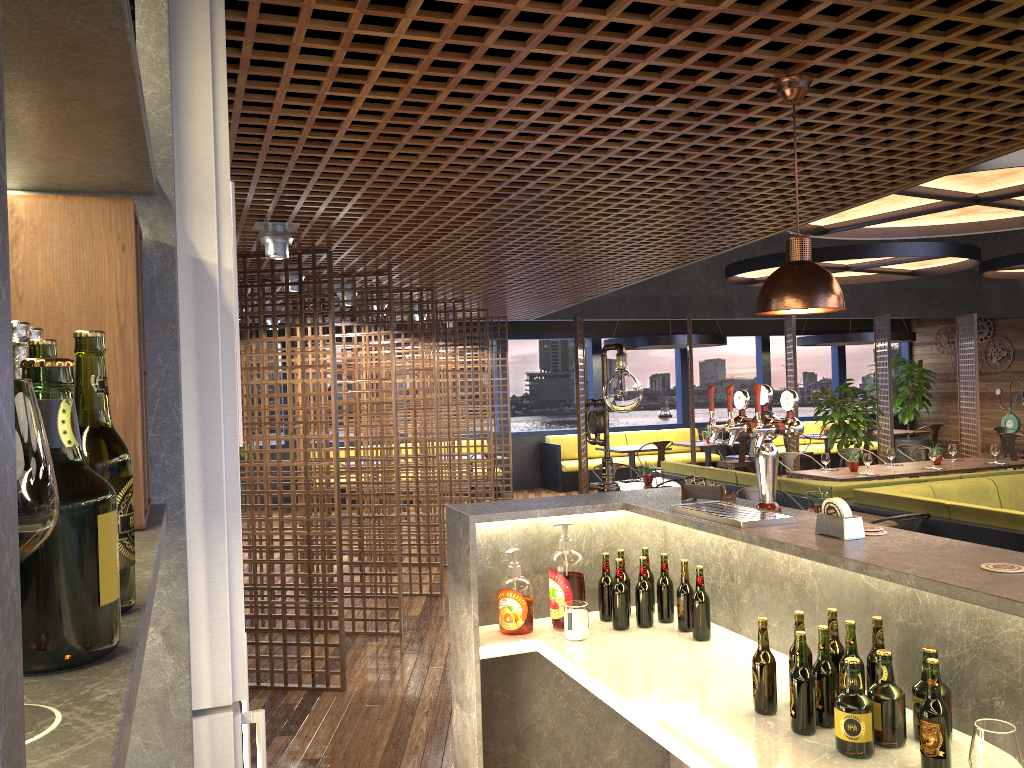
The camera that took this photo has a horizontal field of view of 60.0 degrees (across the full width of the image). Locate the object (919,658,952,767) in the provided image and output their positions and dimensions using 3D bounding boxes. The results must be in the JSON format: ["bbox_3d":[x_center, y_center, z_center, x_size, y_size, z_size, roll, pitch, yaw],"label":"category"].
[{"bbox_3d":[0.954,0.749,2.002,0.063,0.254,0.063,-2,0,-32],"label":"object"}]

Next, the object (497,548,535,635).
[{"bbox_3d":[0.012,0.753,3.245,0.133,0.301,0.133,-2,0,-14],"label":"object"}]

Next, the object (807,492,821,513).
[{"bbox_3d":[2.307,0.917,6.765,0.102,0.178,0.102,-2,0,-34],"label":"object"}]

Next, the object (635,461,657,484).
[{"bbox_3d":[1.411,0.896,9.136,0.260,0.271,0.238,-2,0,-18],"label":"object"}]

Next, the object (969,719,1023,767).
[{"bbox_3d":[0.951,0.773,1.740,0.097,0.206,0.097,-2,0,11],"label":"object"}]

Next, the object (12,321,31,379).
[{"bbox_3d":[-0.548,0.070,0.991,0.079,0.281,0.079,-2,0,44],"label":"object"}]

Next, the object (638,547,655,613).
[{"bbox_3d":[0.522,0.762,3.448,0.063,0.254,0.063,-2,0,42],"label":"object"}]

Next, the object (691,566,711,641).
[{"bbox_3d":[0.654,0.758,3.071,0.063,0.254,0.063,-2,0,42],"label":"object"}]

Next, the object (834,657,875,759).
[{"bbox_3d":[0.815,0.768,2.116,0.088,0.224,0.088,-2,0,25],"label":"object"}]

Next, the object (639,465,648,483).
[{"bbox_3d":[1.383,0.943,9.310,0.102,0.178,0.102,-2,0,-4],"label":"object"}]

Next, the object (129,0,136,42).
[{"bbox_3d":[-0.495,-0.497,1.080,0.063,0.254,0.063,-2,0,8],"label":"object"}]

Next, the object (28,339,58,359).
[{"bbox_3d":[-0.467,0.082,0.891,0.063,0.254,0.063,-2,0,33],"label":"object"}]

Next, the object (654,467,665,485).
[{"bbox_3d":[1.501,0.940,9.011,0.102,0.178,0.102,-2,0,-14],"label":"object"}]

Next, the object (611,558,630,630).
[{"bbox_3d":[0.394,0.765,3.235,0.063,0.254,0.063,-2,0,-33],"label":"object"}]

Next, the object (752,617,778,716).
[{"bbox_3d":[0.679,0.757,2.388,0.063,0.254,0.063,-2,0,22],"label":"object"}]

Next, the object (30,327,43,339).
[{"bbox_3d":[-0.580,0.071,1.079,0.079,0.281,0.079,-2,0,-26],"label":"object"}]

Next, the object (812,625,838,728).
[{"bbox_3d":[0.808,0.753,2.292,0.063,0.254,0.063,-2,0,8],"label":"object"}]

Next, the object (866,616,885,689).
[{"bbox_3d":[0.978,0.747,2.363,0.063,0.254,0.063,-2,0,42],"label":"object"}]

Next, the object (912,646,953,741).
[{"bbox_3d":[1.032,0.761,2.181,0.088,0.224,0.088,-2,0,-25],"label":"object"}]

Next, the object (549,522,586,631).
[{"bbox_3d":[0.203,0.705,3.276,0.133,0.385,0.133,-2,0,19],"label":"object"}]

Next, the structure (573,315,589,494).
[{"bbox_3d":[0.939,0.457,11.909,0.050,2.700,0.852,-2,0,10],"label":"structure"}]

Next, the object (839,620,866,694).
[{"bbox_3d":[0.894,0.750,2.332,0.063,0.254,0.063,-2,0,-17],"label":"object"}]

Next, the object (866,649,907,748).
[{"bbox_3d":[0.914,0.765,2.169,0.088,0.224,0.088,-2,0,10],"label":"object"}]

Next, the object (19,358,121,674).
[{"bbox_3d":[-0.342,0.093,0.660,0.088,0.224,0.088,-2,0,40],"label":"object"}]

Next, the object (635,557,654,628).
[{"bbox_3d":[0.485,0.762,3.256,0.063,0.254,0.063,-2,0,-28],"label":"object"}]

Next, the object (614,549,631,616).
[{"bbox_3d":[0.423,0.765,3.414,0.063,0.254,0.063,-2,0,22],"label":"object"}]

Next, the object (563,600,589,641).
[{"bbox_3d":[0.227,0.837,3.133,0.088,0.123,0.088,-2,0,-14],"label":"object"}]

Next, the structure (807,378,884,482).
[{"bbox_3d":[4.704,0.805,12.581,0.993,1.763,1.166,-2,0,40],"label":"structure"}]

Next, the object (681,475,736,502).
[{"bbox_3d":[0.711,0.378,3.218,0.091,0.091,0.177,-2,0,-45],"label":"object"}]

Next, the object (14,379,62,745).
[{"bbox_3d":[-0.318,0.101,0.518,0.097,0.206,0.097,-2,0,39],"label":"object"}]

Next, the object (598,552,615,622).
[{"bbox_3d":[0.358,0.767,3.359,0.063,0.254,0.063,-2,0,-28],"label":"object"}]

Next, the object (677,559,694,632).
[{"bbox_3d":[0.624,0.758,3.186,0.063,0.254,0.063,-2,0,8],"label":"object"}]

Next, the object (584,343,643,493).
[{"bbox_3d":[0.530,0.255,4.828,0.263,0.944,0.566,-2,0,-27],"label":"object"}]

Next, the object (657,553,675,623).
[{"bbox_3d":[0.572,0.759,3.311,0.063,0.254,0.063,-2,0,42],"label":"object"}]

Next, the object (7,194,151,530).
[{"bbox_3d":[-0.660,-0.024,1.378,0.161,0.475,0.300,-2,0,-20],"label":"object"}]

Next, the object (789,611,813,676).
[{"bbox_3d":[0.794,0.753,2.440,0.063,0.254,0.063,-2,0,42],"label":"object"}]

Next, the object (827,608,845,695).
[{"bbox_3d":[0.892,0.750,2.457,0.063,0.254,0.063,-2,0,-23],"label":"object"}]

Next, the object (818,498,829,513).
[{"bbox_3d":[2.262,0.919,6.392,0.102,0.178,0.102,-2,0,-34],"label":"object"}]

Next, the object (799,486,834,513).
[{"bbox_3d":[2.325,0.870,6.620,0.260,0.271,0.238,-2,0,-18],"label":"object"}]

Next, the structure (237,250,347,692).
[{"bbox_3d":[-1.716,0.551,5.558,1.319,2.700,0.050,-2,0,10],"label":"structure"}]

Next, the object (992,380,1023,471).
[{"bbox_3d":[8.903,0.739,15.592,0.459,1.615,0.848,-2,0,-20],"label":"object"}]

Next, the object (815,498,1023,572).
[{"bbox_3d":[1.067,0.361,2.178,0.200,0.106,0.766,-2,0,-20],"label":"object"}]

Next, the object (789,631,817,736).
[{"bbox_3d":[0.736,0.756,2.248,0.063,0.254,0.063,-2,0,33],"label":"object"}]

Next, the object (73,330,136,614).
[{"bbox_3d":[-0.375,0.079,0.796,0.063,0.254,0.063,-2,0,-17],"label":"object"}]

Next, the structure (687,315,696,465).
[{"bbox_3d":[2.536,0.405,12.489,0.050,2.700,0.852,-2,0,10],"label":"structure"}]
